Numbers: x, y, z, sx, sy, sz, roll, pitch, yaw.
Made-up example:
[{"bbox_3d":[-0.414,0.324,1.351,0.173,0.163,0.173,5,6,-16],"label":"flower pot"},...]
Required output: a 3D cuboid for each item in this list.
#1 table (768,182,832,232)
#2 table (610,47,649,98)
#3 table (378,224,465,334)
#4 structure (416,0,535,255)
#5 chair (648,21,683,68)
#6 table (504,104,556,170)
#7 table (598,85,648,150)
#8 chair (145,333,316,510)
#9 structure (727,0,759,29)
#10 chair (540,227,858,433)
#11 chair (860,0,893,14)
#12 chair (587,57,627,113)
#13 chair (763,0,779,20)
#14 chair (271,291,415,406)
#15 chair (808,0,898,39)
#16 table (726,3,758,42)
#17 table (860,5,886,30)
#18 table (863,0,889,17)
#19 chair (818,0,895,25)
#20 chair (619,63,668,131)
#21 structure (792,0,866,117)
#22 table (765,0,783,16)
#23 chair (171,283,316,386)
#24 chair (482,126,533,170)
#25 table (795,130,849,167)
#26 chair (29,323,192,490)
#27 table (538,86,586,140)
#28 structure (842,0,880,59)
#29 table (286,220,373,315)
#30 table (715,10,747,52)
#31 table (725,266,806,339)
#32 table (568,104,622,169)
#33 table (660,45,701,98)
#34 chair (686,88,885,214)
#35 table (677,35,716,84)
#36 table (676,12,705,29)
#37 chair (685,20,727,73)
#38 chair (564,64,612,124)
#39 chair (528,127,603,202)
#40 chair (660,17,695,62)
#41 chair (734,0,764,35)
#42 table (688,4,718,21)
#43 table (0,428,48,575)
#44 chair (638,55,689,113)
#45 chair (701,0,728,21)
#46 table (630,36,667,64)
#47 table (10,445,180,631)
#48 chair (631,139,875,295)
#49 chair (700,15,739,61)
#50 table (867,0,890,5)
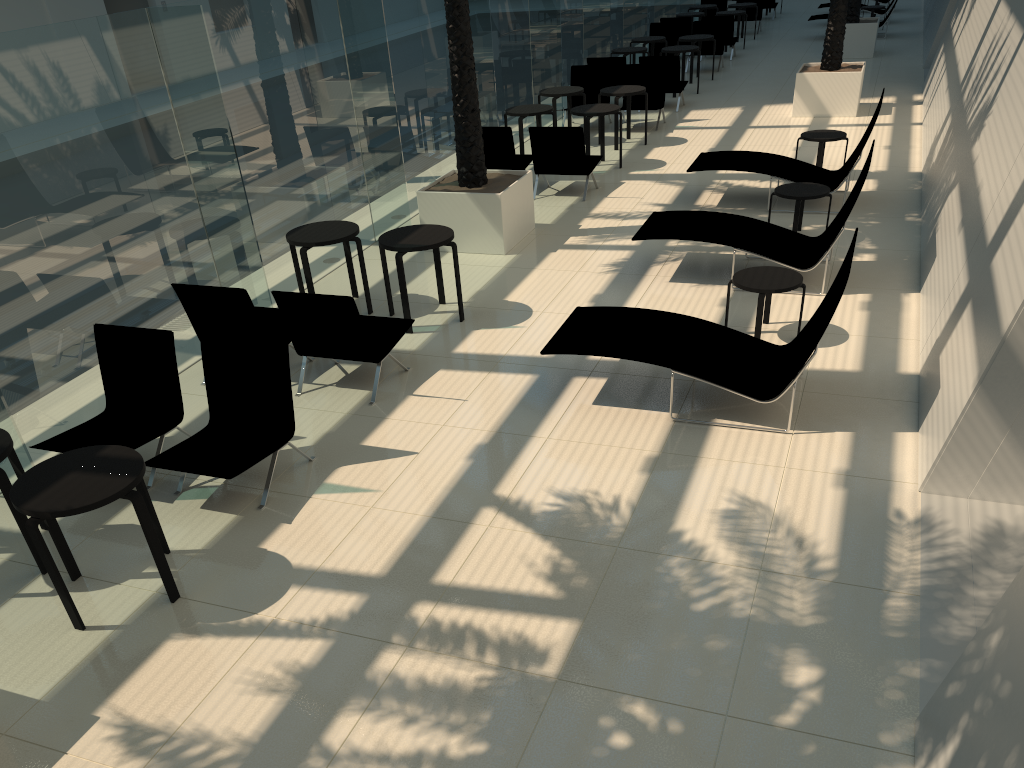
[{"bbox_3d":[3.034,-1.790,9.218,0.544,0.558,0.519,-17,33,-21],"label":"table"},{"bbox_3d":[2.256,-5.994,16.763,0.664,0.842,0.641,-20,35,-24],"label":"table"},{"bbox_3d":[-0.832,-0.975,8.028,0.664,0.842,0.641,-20,35,-24],"label":"table"},{"bbox_3d":[-0.675,-4.801,7.991,4.806,7.567,4.109,4,33,14],"label":"structure"},{"bbox_3d":[3.203,-7.198,18.699,0.710,0.958,0.824,8,33,20],"label":"chair"},{"bbox_3d":[0.269,-3.544,12.574,0.664,0.842,0.641,-20,35,-24],"label":"table"},{"bbox_3d":[1.690,-4.075,13.328,0.668,0.842,0.637,-18,34,-21],"label":"table"},{"bbox_3d":[-1.919,0.282,5.761,0.710,0.958,0.824,8,33,20],"label":"chair"},{"bbox_3d":[6.101,-13.163,22.293,4.678,7.566,4.228,20,39,34],"label":"structure"},{"bbox_3d":[1.304,-0.456,6.300,2.021,1.249,0.856,7,33,19],"label":"chair"},{"bbox_3d":[10.004,-11.186,24.649,2.021,1.249,0.856,7,33,19],"label":"chair"},{"bbox_3d":[1.819,-5.473,15.747,0.710,0.958,0.824,8,33,20],"label":"chair"},{"bbox_3d":[7.246,-11.002,25.057,0.710,0.958,0.824,8,33,20],"label":"chair"},{"bbox_3d":[-1.304,-0.458,7.024,0.710,0.958,0.824,8,33,20],"label":"chair"},{"bbox_3d":[8.182,-8.939,20.806,2.021,1.249,0.856,7,33,19],"label":"chair"},{"bbox_3d":[5.741,-9.070,21.871,0.668,0.842,0.637,-18,34,-21],"label":"table"},{"bbox_3d":[8.973,-9.114,21.743,0.544,0.558,0.519,-17,33,-21],"label":"table"},{"bbox_3d":[9.884,-10.237,23.665,0.544,0.558,0.519,-17,33,-21],"label":"table"},{"bbox_3d":[9.093,-10.062,22.728,2.021,1.249,0.856,7,33,19],"label":"chair"},{"bbox_3d":[2.075,-4.643,14.183,0.710,0.958,0.824,8,33,20],"label":"chair"},{"bbox_3d":[5.096,-7.662,12.492,4.504,7.431,4.070,-23,37,-28],"label":"structure"},{"bbox_3d":[7.673,-11.464,25.966,0.671,0.842,0.634,-15,33,-17],"label":"table"},{"bbox_3d":[-2.174,-0.548,7.325,0.710,0.958,0.824,8,33,20],"label":"chair"},{"bbox_3d":[-0.159,-3.034,11.576,0.710,0.958,0.824,8,33,20],"label":"chair"},{"bbox_3d":[3.945,-2.913,11.139,0.541,0.558,0.522,-20,34,-24],"label":"table"},{"bbox_3d":[-2.789,0.192,6.061,0.710,0.958,0.824,8,33,20],"label":"chair"},{"bbox_3d":[0.785,-4.169,13.640,0.668,0.842,0.637,-18,34,-21],"label":"table"},{"bbox_3d":[7.032,-10.275,17.059,4.644,7.366,3.940,-4,32,1],"label":"structure"},{"bbox_3d":[-1.738,-1.069,8.340,0.664,0.842,0.641,-20,35,-24],"label":"table"},{"bbox_3d":[5.160,-8.365,20.666,0.664,0.842,0.641,-20,35,-24],"label":"table"},{"bbox_3d":[2.095,-0.631,7.237,0.544,0.558,0.519,-17,33,-21],"label":"table"},{"bbox_3d":[1.175,-3.450,12.262,0.664,0.842,0.641,-20,35,-24],"label":"table"},{"bbox_3d":[3.161,-5.900,16.451,0.664,0.842,0.641,-20,35,-24],"label":"table"},{"bbox_3d":[3.154,-2.738,10.203,2.021,1.249,0.856,7,33,19],"label":"chair"},{"bbox_3d":[3.689,-6.539,17.543,0.668,0.842,0.637,-18,34,-21],"label":"table"},{"bbox_3d":[4.254,-8.459,20.978,0.664,0.842,0.641,-20,35,-24],"label":"table"},{"bbox_3d":[4.073,-7.107,18.398,0.710,0.958,0.824,8,33,20],"label":"chair"},{"bbox_3d":[1.204,-4.733,14.484,0.710,0.958,0.824,8,33,20],"label":"chair"},{"bbox_3d":[0.712,-2.944,11.276,0.710,0.958,0.824,8,33,20],"label":"chair"},{"bbox_3d":[3.822,-7.943,19.971,0.710,0.958,0.824,8,33,20],"label":"chair"},{"bbox_3d":[6.125,-9.638,22.727,0.710,0.958,0.824,8,33,20],"label":"chair"},{"bbox_3d":[4.835,-9.164,22.183,0.668,0.842,0.637,-18,34,-21],"label":"table"},{"bbox_3d":[-3.208,0.756,5.217,0.671,0.842,0.634,-15,33,-17],"label":"table"},{"bbox_3d":[2.689,-5.383,15.446,0.710,0.958,0.824,8,33,20],"label":"chair"},{"bbox_3d":[5.255,-9.729,23.027,0.710,0.958,0.824,8,33,20],"label":"chair"},{"bbox_3d":[2.783,-6.633,17.855,0.668,0.842,0.637,-18,34,-21],"label":"table"},{"bbox_3d":[-2.303,0.850,4.905,0.671,0.842,0.634,-15,33,-17],"label":"table"},{"bbox_3d":[2.243,-1.615,8.281,2.021,1.249,0.856,7,33,19],"label":"chair"},{"bbox_3d":[4.692,-7.853,19.671,0.710,0.958,0.824,8,33,20],"label":"chair"},{"bbox_3d":[10.795,-11.361,25.586,0.544,0.558,0.519,-17,33,-21],"label":"table"}]
